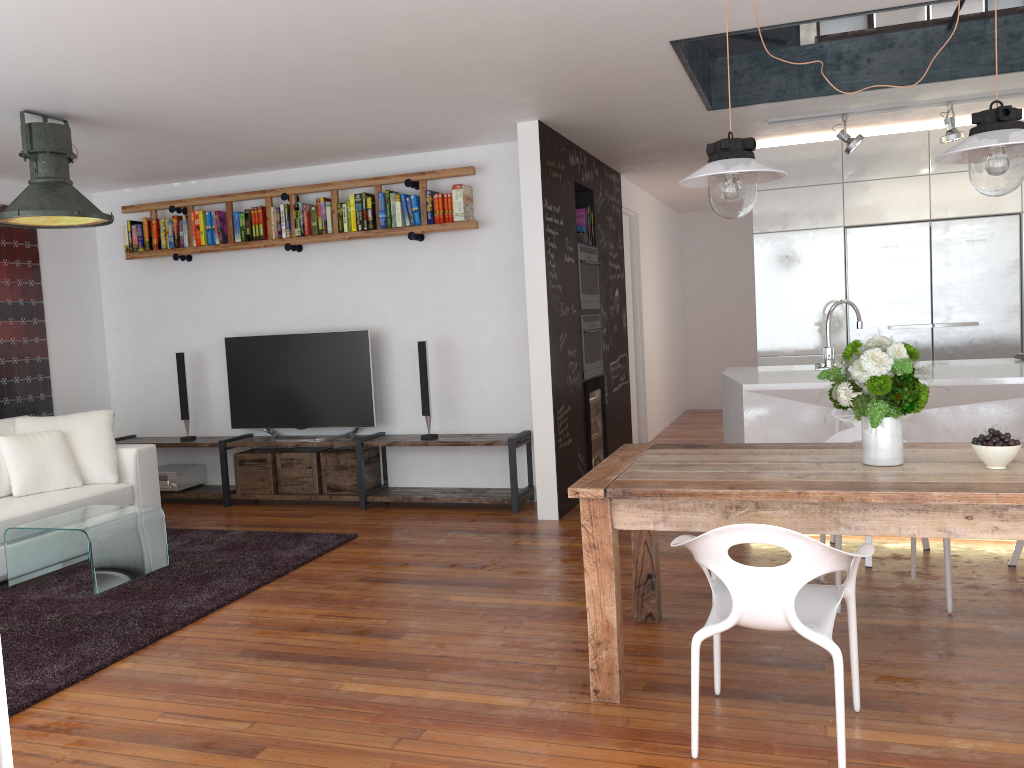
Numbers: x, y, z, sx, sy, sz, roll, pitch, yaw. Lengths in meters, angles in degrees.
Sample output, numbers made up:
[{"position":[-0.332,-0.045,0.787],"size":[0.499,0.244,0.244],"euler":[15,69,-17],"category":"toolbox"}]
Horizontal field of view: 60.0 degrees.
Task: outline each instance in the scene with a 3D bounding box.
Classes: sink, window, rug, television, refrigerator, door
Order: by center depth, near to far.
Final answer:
[{"position":[2.228,-1.941,4.267],"size":[2.700,0.035,1.546],"euler":[-2,4,19],"category":"window"},{"position":[-2.362,1.105,4.294],"size":[1.895,0.019,3.193],"euler":[-2,4,19],"category":"rug"},{"position":[2.068,-0.225,5.296],"size":[0.492,0.570,0.459],"euler":[-2,4,19],"category":"sink"},{"position":[2.975,-0.239,6.269],"size":[1.119,1.811,0.142],"euler":[-2,4,19],"category":"refrigerator"},{"position":[-1.580,0.018,6.610],"size":[1.230,0.786,0.298],"euler":[-2,4,19],"category":"television"},{"position":[1.081,-0.495,8.307],"size":[0.120,2.236,0.823],"euler":[-2,4,19],"category":"door"}]

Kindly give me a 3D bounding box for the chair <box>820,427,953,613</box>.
[{"position":[1.591,0.571,3.867],"size":[0.577,0.710,0.505],"euler":[-2,4,9],"category":"chair"}]

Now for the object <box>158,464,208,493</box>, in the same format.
[{"position":[-2.681,0.748,7.030],"size":[0.350,0.170,0.400],"euler":[-2,4,18],"category":"object"}]

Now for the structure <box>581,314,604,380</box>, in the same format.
[{"position":[0.618,-0.287,6.597],"size":[0.052,0.462,0.585],"euler":[-2,4,19],"category":"structure"}]

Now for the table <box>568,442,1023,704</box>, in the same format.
[{"position":[1.252,0.639,3.085],"size":[1.910,0.735,0.969],"euler":[-2,4,19],"category":"table"}]

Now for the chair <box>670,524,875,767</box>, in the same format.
[{"position":[0.774,0.707,2.642],"size":[0.577,0.710,0.505],"euler":[-1,5,24],"category":"chair"}]

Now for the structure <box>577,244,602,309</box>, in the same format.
[{"position":[0.591,-0.787,6.559],"size":[0.052,0.462,0.585],"euler":[-2,4,19],"category":"structure"}]

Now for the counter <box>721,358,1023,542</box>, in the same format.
[{"position":[2.361,0.352,4.987],"size":[2.289,0.903,0.956],"euler":[-2,4,19],"category":"counter"}]

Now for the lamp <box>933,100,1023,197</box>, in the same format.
[{"position":[1.563,-0.758,2.857],"size":[0.372,0.306,0.372],"euler":[-5,5,-20],"category":"lamp"}]

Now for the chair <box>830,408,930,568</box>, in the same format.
[{"position":[1.813,0.490,4.464],"size":[0.492,0.765,0.428],"euler":[-1,5,29],"category":"chair"}]

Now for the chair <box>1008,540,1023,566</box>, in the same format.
[{"position":[2.645,0.472,4.106],"size":[0.492,0.765,0.428],"euler":[-5,5,-26],"category":"chair"}]

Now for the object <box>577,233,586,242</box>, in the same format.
[{"position":[0.479,-1.062,6.493],"size":[0.132,0.069,0.132],"euler":[-6,5,-38],"category":"object"}]

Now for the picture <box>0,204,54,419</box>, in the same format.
[{"position":[-4.000,-0.143,5.486],"size":[0.007,2.136,2.770],"euler":[-2,4,19],"category":"picture"}]

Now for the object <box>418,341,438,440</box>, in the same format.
[{"position":[-0.597,0.043,6.203],"size":[0.089,0.687,0.089],"euler":[-1,5,29],"category":"object"}]

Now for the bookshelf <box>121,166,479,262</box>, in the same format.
[{"position":[-1.642,-1.220,6.609],"size":[2.983,0.465,0.161],"euler":[-2,4,19],"category":"bookshelf"}]

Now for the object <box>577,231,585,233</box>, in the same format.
[{"position":[0.486,-1.097,6.488],"size":[0.077,0.042,0.116],"euler":[0,5,32],"category":"object"}]

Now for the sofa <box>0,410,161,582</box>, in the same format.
[{"position":[-3.292,0.719,4.572],"size":[0.987,0.842,3.086],"euler":[-2,4,19],"category":"sofa"}]

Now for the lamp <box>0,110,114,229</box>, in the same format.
[{"position":[-2.453,-1.138,4.705],"size":[0.572,0.561,0.572],"euler":[-1,5,24],"category":"lamp"}]

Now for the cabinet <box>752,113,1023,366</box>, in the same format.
[{"position":[3.102,-0.619,6.673],"size":[2.404,2.506,0.946],"euler":[-2,4,19],"category":"cabinet"}]

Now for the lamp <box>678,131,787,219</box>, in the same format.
[{"position":[0.775,-0.735,3.126],"size":[0.372,0.306,0.372],"euler":[-2,4,13],"category":"lamp"}]

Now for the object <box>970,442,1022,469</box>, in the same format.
[{"position":[1.561,0.230,2.859],"size":[0.146,0.079,0.146],"euler":[-1,5,27],"category":"object"}]

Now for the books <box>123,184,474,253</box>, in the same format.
[{"position":[-0.334,-2.128,6.336],"size":[5.671,1.974,0.733],"euler":[-3,4,8],"category":"books"}]

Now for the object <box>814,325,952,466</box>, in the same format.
[{"position":[1.248,0.033,3.056],"size":[0.432,0.476,0.371],"euler":[-6,5,-29],"category":"object"}]

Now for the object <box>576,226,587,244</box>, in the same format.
[{"position":[0.487,-1.108,6.637],"size":[0.136,0.136,0.110],"euler":[-2,4,12],"category":"object"}]

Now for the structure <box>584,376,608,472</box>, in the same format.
[{"position":[0.660,0.342,6.641],"size":[0.081,0.763,0.582],"euler":[-2,4,19],"category":"structure"}]

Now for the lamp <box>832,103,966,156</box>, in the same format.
[{"position":[2.691,-1.610,5.510],"size":[1.324,0.254,0.154],"euler":[-2,5,19],"category":"lamp"}]

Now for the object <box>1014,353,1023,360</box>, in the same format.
[{"position":[3.019,-0.158,4.935],"size":[0.298,0.036,0.325],"euler":[-2,4,9],"category":"object"}]

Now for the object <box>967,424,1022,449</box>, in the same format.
[{"position":[1.558,0.180,2.856],"size":[0.159,0.095,0.141],"euler":[-3,4,4],"category":"object"}]

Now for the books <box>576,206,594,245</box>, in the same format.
[{"position":[0.492,-1.201,6.779],"size":[0.230,0.303,0.152],"euler":[-2,4,19],"category":"books"}]

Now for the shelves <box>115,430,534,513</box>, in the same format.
[{"position":[-1.551,0.640,6.653],"size":[3.473,0.506,0.414],"euler":[-2,4,19],"category":"shelves"}]

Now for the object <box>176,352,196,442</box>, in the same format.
[{"position":[-2.541,0.099,6.887],"size":[0.089,0.687,0.089],"euler":[-3,4,4],"category":"object"}]

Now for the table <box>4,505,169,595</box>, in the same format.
[{"position":[-2.295,0.884,4.811],"size":[0.565,0.337,0.551],"euler":[-2,4,19],"category":"table"}]
